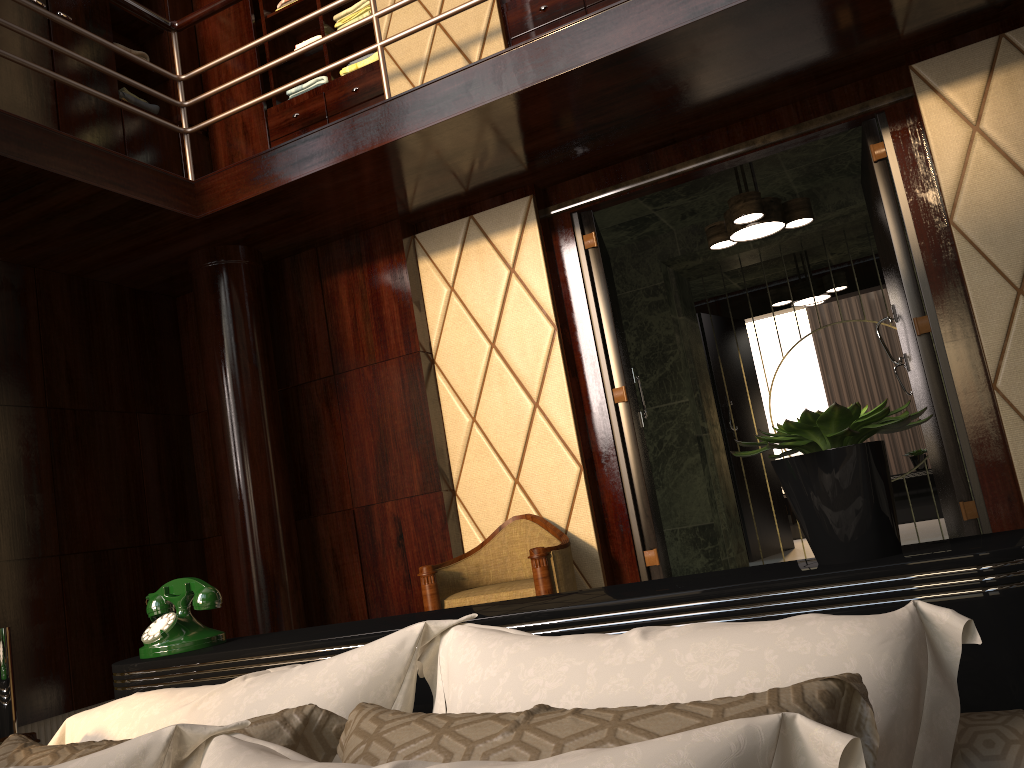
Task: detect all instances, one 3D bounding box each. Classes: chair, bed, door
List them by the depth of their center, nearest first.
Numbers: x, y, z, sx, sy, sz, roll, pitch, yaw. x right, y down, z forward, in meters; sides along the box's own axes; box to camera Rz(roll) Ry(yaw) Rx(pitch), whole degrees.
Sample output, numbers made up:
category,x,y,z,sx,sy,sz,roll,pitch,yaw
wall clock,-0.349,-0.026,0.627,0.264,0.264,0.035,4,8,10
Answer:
category,x,y,z,sx,sy,sz,roll,pitch,yaw
bed,-0.425,0.590,0.357,1.985,0.660,2.381,-14,-10,24
chair,-1.722,1.234,2.549,0.462,0.550,0.571,-14,-10,24
chair,-0.011,0.782,3.354,0.571,0.550,0.462,-14,-10,24
door,1.090,0.033,3.829,1.435,1.820,0.828,-14,-10,23

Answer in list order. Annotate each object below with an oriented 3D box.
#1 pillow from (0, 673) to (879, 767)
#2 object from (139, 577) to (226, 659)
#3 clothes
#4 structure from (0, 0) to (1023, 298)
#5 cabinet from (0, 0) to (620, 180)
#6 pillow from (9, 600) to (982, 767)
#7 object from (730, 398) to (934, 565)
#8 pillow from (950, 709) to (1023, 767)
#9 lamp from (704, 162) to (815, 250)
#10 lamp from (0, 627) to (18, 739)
category,x,y,z,sx,sy,sz,roll,pitch,yaw
pillow,-0.215,0.458,0.806,1.123,0.271,0.293,-14,-10,24
object,-0.619,0.432,1.670,0.158,0.131,0.178,-8,-9,-13
clothes,0.228,-2.226,4.079,4.996,0.954,0.818,-13,-10,17
structure,0.096,-0.566,1.803,6.107,3.189,3.750,-14,-10,24
cabinet,0.311,-2.339,3.248,6.767,2.432,2.576,-14,-10,24
pillow,-0.231,0.441,0.843,1.322,0.320,0.685,-14,-10,25
object,0.441,0.131,1.189,0.256,0.205,0.241,-11,-9,6
pillow,-0.092,0.543,1.118,1.396,0.167,0.173,-14,-10,24
lamp,1.108,-0.880,4.286,0.515,0.347,0.467,-3,-11,-35
lamp,-0.892,0.618,1.510,0.106,0.385,0.109,-15,-11,31
